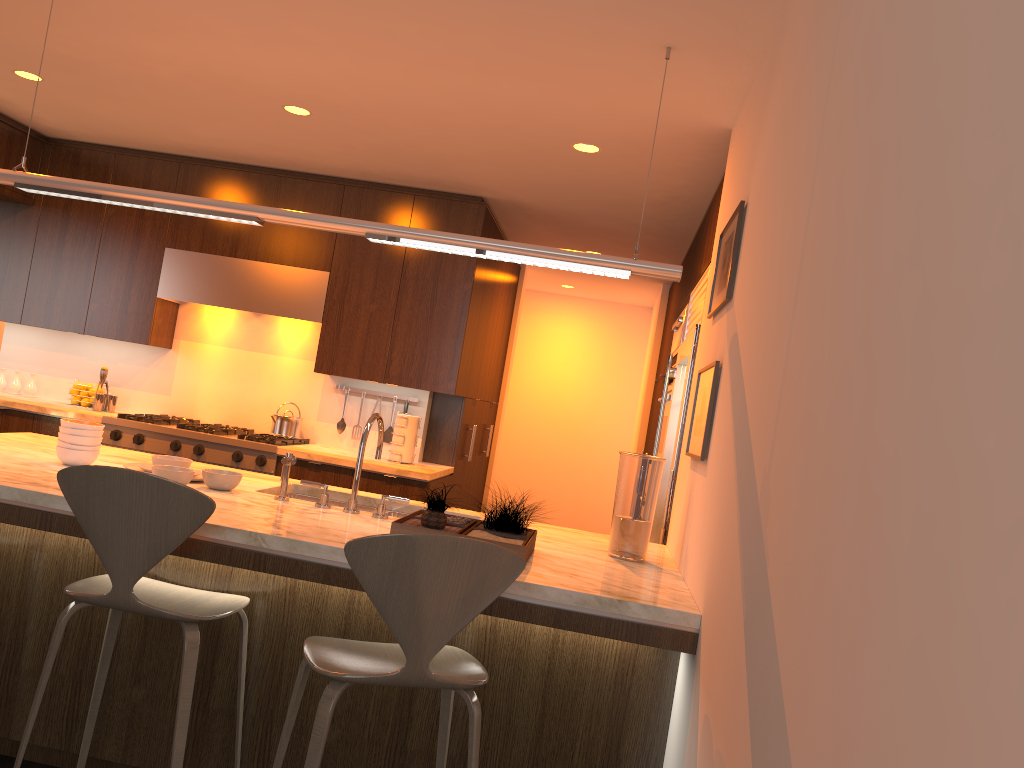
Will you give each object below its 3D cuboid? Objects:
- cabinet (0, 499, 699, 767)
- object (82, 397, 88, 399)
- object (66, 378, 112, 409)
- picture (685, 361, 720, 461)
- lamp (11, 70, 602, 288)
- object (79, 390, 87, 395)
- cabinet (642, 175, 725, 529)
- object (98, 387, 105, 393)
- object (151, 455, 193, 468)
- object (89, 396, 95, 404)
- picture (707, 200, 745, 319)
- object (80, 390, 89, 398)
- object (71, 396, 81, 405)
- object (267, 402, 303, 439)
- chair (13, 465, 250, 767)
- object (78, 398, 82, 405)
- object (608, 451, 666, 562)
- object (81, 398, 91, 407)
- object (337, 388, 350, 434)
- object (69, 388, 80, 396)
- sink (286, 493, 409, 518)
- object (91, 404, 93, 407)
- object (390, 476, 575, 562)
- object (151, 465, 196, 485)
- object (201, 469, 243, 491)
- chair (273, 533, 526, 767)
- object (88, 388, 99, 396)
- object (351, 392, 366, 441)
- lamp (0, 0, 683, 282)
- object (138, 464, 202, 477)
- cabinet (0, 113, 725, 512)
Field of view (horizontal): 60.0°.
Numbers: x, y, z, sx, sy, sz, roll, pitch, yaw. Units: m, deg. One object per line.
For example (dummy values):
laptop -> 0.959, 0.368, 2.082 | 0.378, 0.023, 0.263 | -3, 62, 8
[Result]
cabinet -> -0.867, 0.861, 2.986 | 2.713, 0.876, 1.281 | 9, -2, 6
object -> -2.750, 0.112, 5.728 | 0.052, 0.060, 0.057 | 8, -2, 45
object -> -2.735, 0.064, 5.745 | 0.207, 0.175, 0.189 | 9, -2, 4
picture -> 0.611, 0.091, 2.866 | 0.012, 0.300, 0.496 | 9, -2, 6
lamp -> -7.471, -2.388, 6.505 | 16.431, 0.171, 5.868 | 9, -2, 6
object -> -2.774, 0.059, 5.734 | 0.051, 0.053, 0.064 | 8, -2, 42
cabinet -> 1.210, 0.428, 5.421 | 0.690, 2.540, 3.924 | 9, -2, 6
object -> -2.669, 0.046, 5.751 | 0.051, 0.053, 0.063 | 11, -2, -38
object -> -1.208, 0.291, 3.139 | 0.139, 0.059, 0.138 | 8, -2, 32
object -> -2.675, 0.102, 5.676 | 0.052, 0.054, 0.061 | 9, -2, 16
picture -> 0.690, -0.388, 2.882 | 0.012, 0.298, 0.493 | 9, -2, 6
object -> -2.743, 0.066, 5.687 | 0.052, 0.053, 0.062 | 9, -2, 11
object -> -2.792, 0.104, 5.682 | 0.052, 0.057, 0.060 | 8, -2, 41
object -> -1.412, 0.222, 5.587 | 0.221, 0.218, 0.221 | 10, -2, -9
chair -> -1.007, 0.736, 2.413 | 0.520, 1.047, 0.506 | 9, -2, 6
object -> -2.808, 0.109, 5.737 | 0.061, 0.053, 0.053 | 10, -2, -8
object -> 0.410, 0.410, 2.971 | 0.159, 0.349, 0.159 | 10, -2, -20
object -> -2.733, 0.120, 5.688 | 0.064, 0.063, 0.074 | 10, -2, -30
object -> -1.072, 0.173, 5.658 | 0.061, 0.296, 0.020 | 9, -2, 5
object -> -2.804, 0.054, 5.684 | 0.063, 0.051, 0.053 | 9, -2, 8
sink -> -0.531, 0.569, 3.263 | 0.813, 0.176, 0.457 | 9, -2, 6
object -> -2.683, 0.130, 5.716 | 0.051, 0.053, 0.063 | 11, -2, -43
object -> -0.060, 0.385, 2.705 | 0.497, 0.231, 0.503 | 9, -2, 7
object -> -1.114, 0.306, 2.907 | 0.139, 0.059, 0.138 | 8, -2, 32
object -> -0.991, 0.329, 3.023 | 0.139, 0.059, 0.138 | 8, -2, 32
chair -> -0.303, 0.845, 2.178 | 0.520, 1.047, 0.506 | 10, -2, -19
object -> -2.687, 0.053, 5.695 | 0.061, 0.052, 0.053 | 11, -2, -38
object -> -0.969, 0.206, 5.649 | 0.066, 0.314, 0.004 | 9, -2, 6
lamp -> -0.609, -0.891, 3.005 | 2.465, 0.765, 0.120 | 9, -2, 6
object -> -1.211, 0.312, 3.139 | 0.217, 0.025, 0.216 | 9, -2, 23
cabinet -> -1.321, -0.265, 3.805 | 5.521, 2.997, 7.728 | 9, -2, 6
